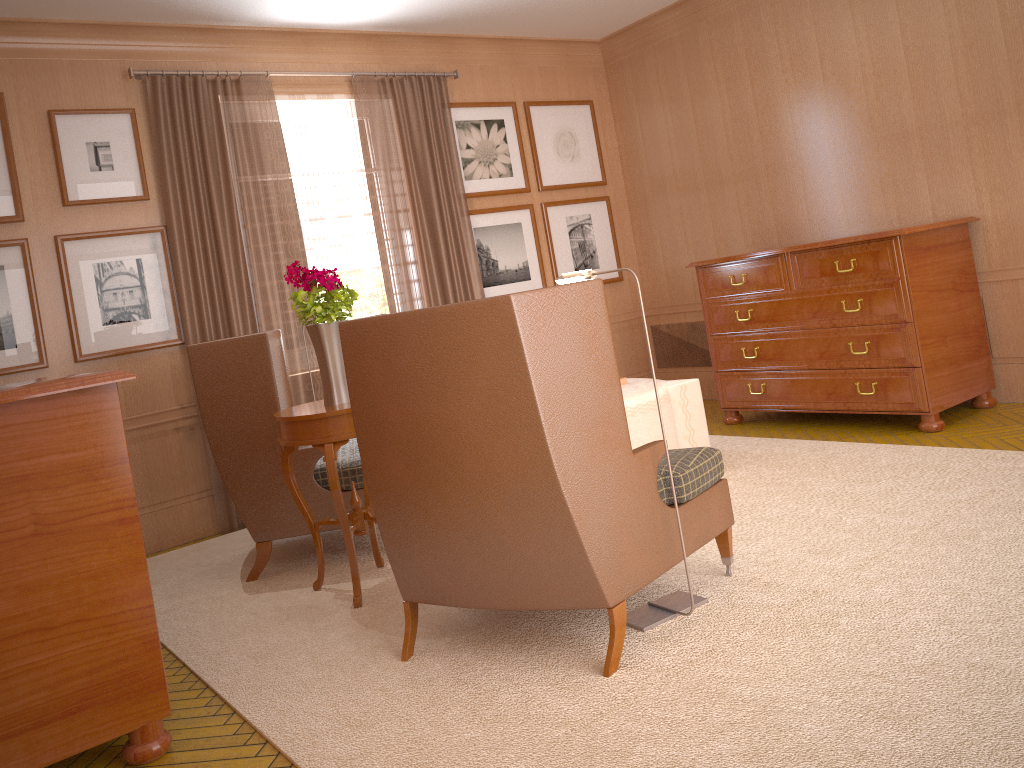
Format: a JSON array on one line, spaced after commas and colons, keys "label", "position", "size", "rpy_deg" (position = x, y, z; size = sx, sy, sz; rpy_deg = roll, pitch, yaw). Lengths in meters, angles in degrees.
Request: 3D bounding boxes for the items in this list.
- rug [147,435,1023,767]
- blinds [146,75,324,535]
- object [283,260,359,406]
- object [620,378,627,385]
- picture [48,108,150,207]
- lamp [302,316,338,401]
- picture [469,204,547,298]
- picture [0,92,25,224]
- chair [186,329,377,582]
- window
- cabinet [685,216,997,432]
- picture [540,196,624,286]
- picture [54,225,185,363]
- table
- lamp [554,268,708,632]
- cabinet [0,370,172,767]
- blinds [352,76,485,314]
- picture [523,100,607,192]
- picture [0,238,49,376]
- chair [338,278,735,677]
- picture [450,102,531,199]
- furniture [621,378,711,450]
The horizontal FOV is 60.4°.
[{"label": "rug", "position": [0.739, 1.170, 6.753], "size": [6.064, 0.020, 7.906], "rpy_deg": [-14, 8, -35]}, {"label": "blinds", "position": [-2.840, -0.949, 9.437], "size": [1.442, 4.805, 0.264], "rpy_deg": [-10, 0, -34]}, {"label": "object", "position": [-1.353, -0.400, 6.515], "size": [0.530, 1.090, 0.451], "rpy_deg": [-10, 1, -37]}, {"label": "object", "position": [0.593, 0.051, 8.430], "size": [0.809, 0.060, 0.635], "rpy_deg": [-14, 8, -35]}, {"label": "picture", "position": [-4.133, -2.284, 8.833], "size": [0.813, 0.959, 0.047], "rpy_deg": [-11, 1, -36]}, {"label": "lamp", "position": [-1.738, 0.328, 8.761], "size": [0.626, 2.028, 0.567], "rpy_deg": [-10, 0, 17]}, {"label": "picture", "position": [-0.117, -1.703, 11.577], "size": [1.263, 1.250, 0.047], "rpy_deg": [-12, 1, -36]}, {"label": "picture", "position": [-5.243, -2.035, 8.021], "size": [1.263, 1.250, 0.047], "rpy_deg": [-12, 1, -36]}, {"label": "chair", "position": [-1.843, 0.468, 7.909], "size": [1.726, 1.974, 1.909], "rpy_deg": [-10, 3, -10]}, {"label": "window", "position": [-2.321, -1.843, 10.563], "size": [2.459, 3.381, 0.838], "rpy_deg": [-11, 1, -35]}, {"label": "cabinet", "position": [3.554, -0.607, 9.643], "size": [1.431, 1.942, 2.748], "rpy_deg": [-11, 4, -35]}, {"label": "picture", "position": [1.006, -1.987, 12.402], "size": [1.263, 1.250, 0.047], "rpy_deg": [-12, 1, -36]}, {"label": "picture", "position": [-3.902, -0.926, 8.819], "size": [1.061, 1.250, 0.047], "rpy_deg": [-11, 1, -36]}, {"label": "table", "position": [-1.173, 0.818, 6.513], "size": [0.934, 1.373, 1.032], "rpy_deg": [-11, 2, -28]}, {"label": "lamp", "position": [0.639, 0.327, 5.152], "size": [0.625, 2.033, 0.568], "rpy_deg": [-10, 0, 25]}, {"label": "cabinet", "position": [-3.108, 1.030, 5.160], "size": [1.431, 1.942, 2.748], "rpy_deg": [-11, 4, -35]}, {"label": "blinds", "position": [-0.986, -1.423, 10.803], "size": [1.462, 4.794, 0.264], "rpy_deg": [-10, 0, -37]}, {"label": "picture", "position": [0.770, -3.376, 12.415], "size": [1.263, 1.250, 0.047], "rpy_deg": [-12, 1, -36]}, {"label": "picture", "position": [-5.007, -0.646, 8.008], "size": [1.263, 1.250, 0.047], "rpy_deg": [-12, 1, -36]}, {"label": "chair", "position": [0.060, 0.441, 5.269], "size": [1.894, 1.975, 1.740], "rpy_deg": [-8, 3, 30]}, {"label": "picture", "position": [-0.353, -3.092, 11.590], "size": [1.263, 1.250, 0.047], "rpy_deg": [-12, 1, -36]}, {"label": "furniture", "position": [0.610, 0.540, 8.376], "size": [1.973, 0.899, 1.937], "rpy_deg": [-14, 7, -38]}]
